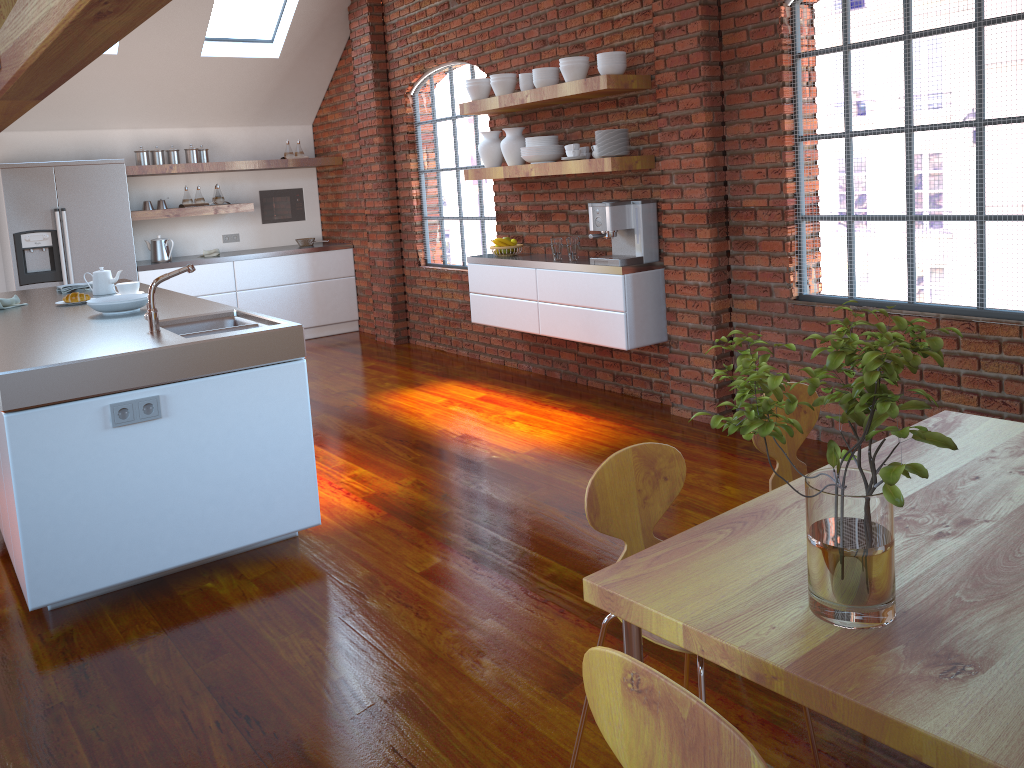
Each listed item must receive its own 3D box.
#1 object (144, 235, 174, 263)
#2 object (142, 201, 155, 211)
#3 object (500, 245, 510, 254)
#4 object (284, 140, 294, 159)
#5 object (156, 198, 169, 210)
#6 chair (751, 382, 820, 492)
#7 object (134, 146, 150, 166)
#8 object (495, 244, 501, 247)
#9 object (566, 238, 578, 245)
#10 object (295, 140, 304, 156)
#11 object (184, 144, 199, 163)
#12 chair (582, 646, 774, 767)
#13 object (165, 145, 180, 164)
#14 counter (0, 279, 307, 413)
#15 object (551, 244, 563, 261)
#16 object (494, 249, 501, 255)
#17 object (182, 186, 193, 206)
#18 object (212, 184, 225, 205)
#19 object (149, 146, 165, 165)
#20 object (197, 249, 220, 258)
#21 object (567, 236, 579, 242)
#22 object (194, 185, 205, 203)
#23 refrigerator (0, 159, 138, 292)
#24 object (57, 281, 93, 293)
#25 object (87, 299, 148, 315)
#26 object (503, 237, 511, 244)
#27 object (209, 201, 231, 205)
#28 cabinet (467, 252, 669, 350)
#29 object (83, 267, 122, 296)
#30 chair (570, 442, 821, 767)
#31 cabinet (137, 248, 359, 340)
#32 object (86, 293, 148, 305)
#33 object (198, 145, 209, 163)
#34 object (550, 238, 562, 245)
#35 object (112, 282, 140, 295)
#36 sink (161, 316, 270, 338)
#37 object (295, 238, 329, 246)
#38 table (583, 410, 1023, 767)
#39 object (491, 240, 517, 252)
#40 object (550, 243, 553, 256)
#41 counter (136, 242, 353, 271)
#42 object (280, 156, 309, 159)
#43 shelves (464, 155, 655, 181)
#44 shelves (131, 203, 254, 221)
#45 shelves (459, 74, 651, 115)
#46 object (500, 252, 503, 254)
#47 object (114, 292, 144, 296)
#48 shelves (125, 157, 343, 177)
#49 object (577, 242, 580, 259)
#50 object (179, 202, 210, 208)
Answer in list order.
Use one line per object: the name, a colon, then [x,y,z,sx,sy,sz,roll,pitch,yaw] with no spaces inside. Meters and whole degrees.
object: [-3.134,-1.204,7.816,0.302,0.235,0.184,-5,9,-4]
object: [-3.209,-1.571,7.748,0.106,0.080,0.108,-5,11,-6]
object: [-0.043,-0.934,6.091,0.077,0.064,0.077,-4,10,-1]
object: [-2.154,-2.259,8.476,0.093,0.188,0.094,-7,8,-22]
object: [-3.112,-1.602,7.815,0.106,0.098,0.108,-3,10,7]
chair: [0.897,0.393,2.473,0.443,0.748,0.414,-11,10,-39]
object: [-3.235,-1.992,7.696,0.128,0.175,0.129,-11,11,-39]
object: [-0.094,-0.968,6.114,0.045,0.052,0.052,5,13,43]
object: [0.373,-0.849,5.433,0.078,0.102,0.079,-8,10,-22]
object: [-2.068,-2.279,8.541,0.093,0.189,0.094,-3,8,9]
object: [-2.871,-2.062,7.890,0.128,0.175,0.129,-11,11,-39]
chair: [0.332,0.714,1.270,0.415,0.748,0.442,-9,10,-34]
object: [-3.041,-2.051,7.889,0.128,0.175,0.129,-11,11,-39]
counter: [-2.106,-0.307,4.336,1.034,0.128,3.174,-13,16,-33]
object: [0.283,-0.827,5.529,0.078,0.102,0.079,-5,9,-5]
object: [-0.099,-0.919,6.111,0.046,0.045,0.056,-4,11,-2]
object: [-2.937,-1.698,7.952,0.093,0.188,0.094,-7,8,-22]
object: [-2.723,-1.757,8.144,0.094,0.190,0.204,-7,11,-25]
object: [-3.140,-2.021,7.791,0.128,0.175,0.129,-11,11,-39]
object: [-2.788,-1.208,8.098,0.204,0.060,0.199,-7,13,-12]
object: [0.391,-0.883,5.572,0.078,0.102,0.079,-5,9,-5]
object: [-2.851,-1.718,8.017,0.093,0.189,0.094,-3,8,9]
refrigerator: [-3.728,-0.978,7.432,0.920,1.748,0.787,-9,9,-34]
object: [-2.597,-0.586,5.289,0.235,0.049,0.166,-13,15,-34]
object: [-1.827,-0.364,4.109,0.282,0.054,0.287,3,15,26]
object: [-0.036,-0.995,6.132,0.070,0.060,0.069,-7,11,-18]
object: [-2.717,-1.675,8.153,0.196,0.032,0.226,-10,14,-24]
cabinet: [0.299,-0.578,5.703,0.340,0.467,1.638,-10,14,-34]
object: [-2.297,-0.582,4.953,0.198,0.153,0.119,-10,11,-28]
chair: [0.398,0.539,1.992,0.443,0.748,0.414,-11,10,-39]
cabinet: [-2.534,-0.791,8.338,2.003,0.805,0.717,-12,13,-34]
object: [-1.828,-0.375,4.108,0.282,0.054,0.287,3,15,26]
object: [-2.847,-2.109,8.083,0.128,0.175,0.129,-11,11,-39]
object: [0.281,-0.865,5.525,0.078,0.102,0.079,-5,9,-5]
object: [-2.085,-0.514,4.780,0.125,0.068,0.118,6,15,39]
sink: [-1.188,-0.127,3.579,0.412,0.196,0.619,-12,15,-34]
object: [-1.972,-1.388,8.621,0.349,0.073,0.197,5,15,35]
table: [0.979,0.594,1.839,1.487,0.634,0.823,-13,14,-38]
object: [-0.058,-0.947,6.054,0.176,0.093,0.065,-3,9,2]
object: [0.285,-0.856,5.657,0.077,0.102,0.079,0,10,25]
counter: [-2.562,-1.214,8.290,2.003,0.044,0.721,-13,16,-34]
object: [-2.106,-2.187,8.517,0.226,0.032,0.197,-13,16,-35]
shelves: [0.246,-1.372,5.615,0.340,0.075,1.551,-12,16,-33]
shelves: [-2.981,-1.567,8.004,1.076,0.075,0.661,-13,16,-34]
shelves: [0.216,-1.815,5.566,0.340,0.075,1.551,-12,16,-33]
object: [-0.071,-0.948,6.160,0.074,0.074,0.074,2,11,30]
object: [-2.080,-0.484,4.781,0.154,0.012,0.157,-5,13,-6]
shelves: [-2.636,-2.028,8.221,1.997,0.075,0.661,-13,16,-34]
object: [0.394,-0.845,5.576,0.078,0.102,0.079,-5,9,-5]
object: [-2.889,-1.627,7.993,0.226,0.032,0.197,-13,16,-35]
